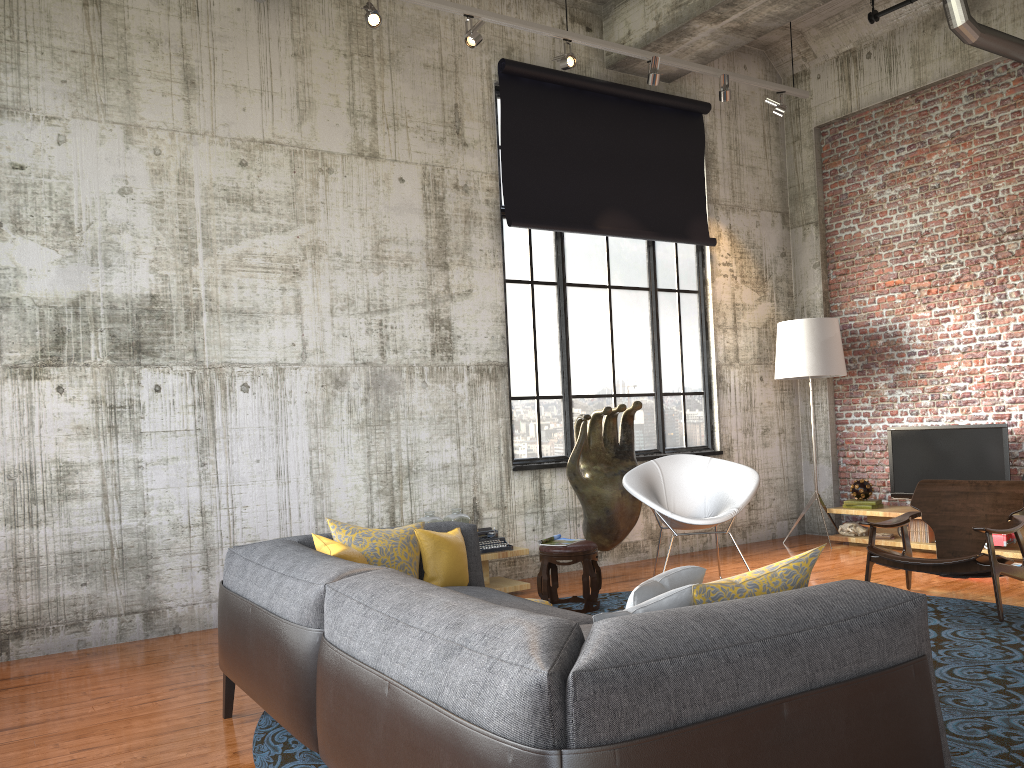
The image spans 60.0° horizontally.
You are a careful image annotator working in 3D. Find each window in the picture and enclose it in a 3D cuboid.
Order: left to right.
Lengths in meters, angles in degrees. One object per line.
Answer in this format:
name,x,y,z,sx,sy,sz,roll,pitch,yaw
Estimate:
window,0.930,-0.963,8.436,2.578,3.433,0.050,-2,-1,-33

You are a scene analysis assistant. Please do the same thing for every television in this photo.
television,3.981,0.773,8.095,1.091,0.792,0.285,-5,-2,44

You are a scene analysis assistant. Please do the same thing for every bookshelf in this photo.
bookshelf,4.424,1.293,7.389,0.548,0.358,3.850,-1,-3,-33

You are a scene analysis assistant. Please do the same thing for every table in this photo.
table,-0.355,1.497,6.937,0.875,0.358,0.476,-1,-3,-33

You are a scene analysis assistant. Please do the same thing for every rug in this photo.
rug,1.215,1.480,4.469,4.848,0.009,4.849,-3,-3,13

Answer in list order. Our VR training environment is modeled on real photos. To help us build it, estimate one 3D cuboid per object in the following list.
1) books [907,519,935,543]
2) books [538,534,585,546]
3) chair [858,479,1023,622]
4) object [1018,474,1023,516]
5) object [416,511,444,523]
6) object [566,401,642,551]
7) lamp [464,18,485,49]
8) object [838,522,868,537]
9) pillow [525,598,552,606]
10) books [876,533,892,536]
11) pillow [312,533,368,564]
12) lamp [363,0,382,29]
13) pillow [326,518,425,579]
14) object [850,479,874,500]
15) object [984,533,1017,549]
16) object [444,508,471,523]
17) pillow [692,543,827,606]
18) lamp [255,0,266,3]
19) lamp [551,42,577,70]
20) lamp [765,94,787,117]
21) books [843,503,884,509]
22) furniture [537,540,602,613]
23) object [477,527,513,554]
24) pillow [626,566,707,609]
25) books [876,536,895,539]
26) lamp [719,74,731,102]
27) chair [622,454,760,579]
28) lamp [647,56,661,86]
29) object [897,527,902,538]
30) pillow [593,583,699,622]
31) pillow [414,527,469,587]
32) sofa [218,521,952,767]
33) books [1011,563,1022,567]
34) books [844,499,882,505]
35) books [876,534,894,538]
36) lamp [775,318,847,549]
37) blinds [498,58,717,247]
books,3.800,1.353,8.206,0.173,0.218,0.232,-2,-2,-33
books,0.357,1.119,6.353,0.229,0.043,0.300,-4,-3,31
chair,2.913,1.072,5.912,1.043,0.793,0.876,-1,-3,-43
object,4.421,0.893,7.528,0.268,0.455,0.268,-3,-1,-2
object,-0.611,1.139,6.662,0.163,0.361,0.163,-2,-2,-35
object,0.777,0.806,7.586,0.727,1.295,0.456,-2,-1,-21
lamp,-0.278,-2.527,6.402,0.182,0.240,0.102,-1,-2,-38
object,3.385,1.440,8.776,0.183,0.133,0.274,-2,-3,-24
pillow,0.063,1.498,5.654,0.481,0.247,0.504,-4,-3,23
books,3.563,1.439,8.499,0.113,0.016,0.114,-2,-3,-9
pillow,-0.746,0.857,3.972,0.228,0.371,0.405,-2,-2,-24
lamp,-0.945,-2.511,6.011,0.102,0.228,0.199,-2,-2,-23
pillow,-0.617,0.843,4.197,0.536,0.446,0.260,-2,-2,-26
object,3.474,1.051,8.802,0.216,0.207,0.215,-1,-3,-44
object,4.048,1.336,7.749,0.244,0.174,0.601,-1,-3,-41
object,-0.417,1.136,6.787,0.163,0.361,0.163,-2,-1,-30
pillow,0.684,0.706,2.629,0.536,0.446,0.260,-2,-2,-26
lamp,-1.593,-2.504,5.576,0.102,0.211,0.261,-3,-2,2
lamp,0.419,-2.536,6.876,0.102,0.211,0.261,-2,-2,-38
lamp,2.460,-2.567,8.190,0.226,0.215,0.102,-3,-1,8
books,3.480,1.207,8.783,0.243,0.037,0.302,0,-4,-40
furniture,0.412,1.368,6.344,0.432,0.477,0.432,-3,-2,12
object,-0.220,1.238,7.008,0.423,0.153,0.382,-1,-3,-33
pillow,0.433,0.701,2.614,0.364,0.314,0.171,-1,-2,-43
books,3.562,1.477,8.518,0.211,0.020,0.162,-4,-3,25
lamp,1.858,-2.566,7.743,0.102,0.251,0.165,-3,-2,12
chair,1.396,1.066,6.815,1.057,1.030,0.807,-3,-2,7
lamp,1.165,-2.555,7.293,0.102,0.251,0.165,-3,-1,-8
object,3.739,1.387,8.402,0.068,0.172,0.169,-2,-2,-32
pillow,0.359,0.716,2.429,0.434,0.318,0.169,-1,-2,-33
pillow,-0.323,0.855,4.348,0.168,0.318,0.434,-4,-2,32
sofa,-0.114,1.064,3.309,1.361,0.860,3.008,-1,-3,-31
books,3.881,1.443,7.126,0.300,0.049,0.423,-2,-3,-18
books,3.479,1.170,8.784,0.302,0.037,0.243,-5,-3,37
books,3.560,1.457,8.510,0.167,0.021,0.210,-4,-3,32
lamp,3.031,0.488,8.905,0.694,2.242,0.707,-3,-1,-10
blinds,0.967,-2.097,8.305,2.442,1.463,0.151,-1,-2,-32
